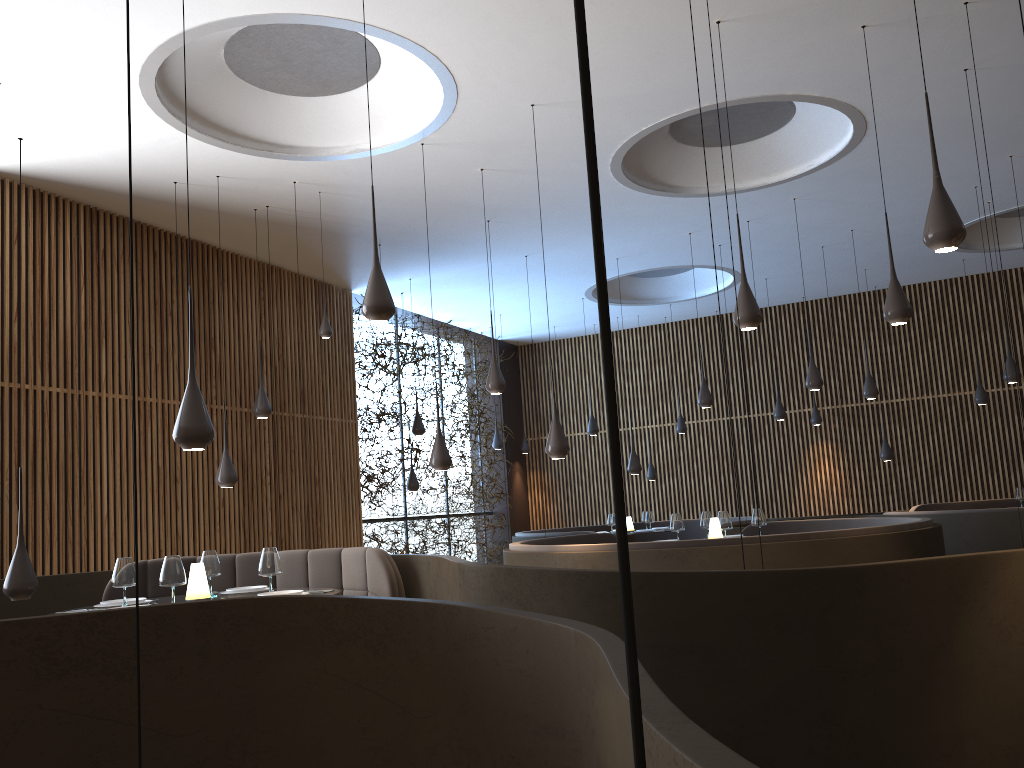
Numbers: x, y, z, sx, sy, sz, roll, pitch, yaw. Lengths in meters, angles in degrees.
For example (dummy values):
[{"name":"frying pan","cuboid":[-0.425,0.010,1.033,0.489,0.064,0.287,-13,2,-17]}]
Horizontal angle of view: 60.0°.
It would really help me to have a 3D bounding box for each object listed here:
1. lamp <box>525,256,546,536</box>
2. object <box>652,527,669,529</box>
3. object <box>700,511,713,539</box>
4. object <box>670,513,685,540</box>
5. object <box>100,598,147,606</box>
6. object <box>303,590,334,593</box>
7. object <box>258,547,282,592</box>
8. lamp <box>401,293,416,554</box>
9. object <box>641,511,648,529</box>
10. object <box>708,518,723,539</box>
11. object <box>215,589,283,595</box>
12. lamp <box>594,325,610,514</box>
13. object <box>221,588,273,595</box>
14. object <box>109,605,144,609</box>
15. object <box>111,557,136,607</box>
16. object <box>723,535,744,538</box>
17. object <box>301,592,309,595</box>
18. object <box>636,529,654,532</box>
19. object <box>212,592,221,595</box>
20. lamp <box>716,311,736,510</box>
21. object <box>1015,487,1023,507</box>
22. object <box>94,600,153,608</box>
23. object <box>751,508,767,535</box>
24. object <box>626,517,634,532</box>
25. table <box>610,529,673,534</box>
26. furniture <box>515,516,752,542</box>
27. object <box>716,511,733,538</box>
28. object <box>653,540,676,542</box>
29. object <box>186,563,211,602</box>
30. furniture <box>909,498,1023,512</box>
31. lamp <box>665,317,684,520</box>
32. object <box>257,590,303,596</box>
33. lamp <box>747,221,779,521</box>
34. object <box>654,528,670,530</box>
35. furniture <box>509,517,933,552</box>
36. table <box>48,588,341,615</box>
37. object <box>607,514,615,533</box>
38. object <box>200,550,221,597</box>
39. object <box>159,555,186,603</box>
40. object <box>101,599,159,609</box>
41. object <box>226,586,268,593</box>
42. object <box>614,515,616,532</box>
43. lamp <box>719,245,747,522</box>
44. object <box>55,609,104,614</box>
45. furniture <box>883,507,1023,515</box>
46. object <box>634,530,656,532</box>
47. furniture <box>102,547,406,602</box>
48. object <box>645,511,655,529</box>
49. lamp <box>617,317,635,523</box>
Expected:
[{"name":"lamp","cuboid":[0.395,1.405,11.386,0.196,6.257,0.196,-1,-7,-19]},{"name":"object","cuboid":[2.297,2.236,13.726,0.263,0.029,0.264,-6,-9,14]},{"name":"object","cuboid":[1.964,1.427,8.907,0.142,0.294,0.142,3,-10,-43]},{"name":"object","cuboid":[1.603,1.406,8.600,0.142,0.294,0.142,-3,-7,-8]},{"name":"object","cuboid":[-2.376,1.338,5.423,0.263,0.029,0.264,-3,-8,-7]},{"name":"object","cuboid":[-1.243,1.287,5.477,0.262,0.017,0.127,-7,-9,18]},{"name":"object","cuboid":[-1.478,1.148,5.417,0.142,0.294,0.142,-8,-8,28]},{"name":"lamp","cuboid":[-1.440,1.745,12.877,0.196,6.257,0.196,2,-9,-39]},{"name":"object","cuboid":[2.096,2.142,13.869,0.142,0.294,0.142,-1,-8,-21]},{"name":"object","cuboid":[1.946,1.399,8.497,0.142,0.231,0.144,-10,-10,41]},{"name":"object","cuboid":[-1.737,1.365,5.827,0.411,0.012,0.205,-6,-8,12]},{"name":"lamp","cuboid":[1.739,1.999,16.076,0.196,6.257,0.196,-5,-7,10]},{"name":"object","cuboid":[-1.742,1.364,5.827,0.332,0.014,0.332,-6,-9,17]},{"name":"object","cuboid":[-2.081,1.229,4.813,0.263,0.029,0.263,-8,-9,28]},{"name":"object","cuboid":[-2.285,1.175,5.229,0.142,0.294,0.142,-4,-7,-2]},{"name":"object","cuboid":[2.201,1.544,8.937,0.263,0.029,0.264,-7,-9,20]},{"name":"object","cuboid":[-1.356,1.246,5.199,0.332,0.014,0.333,-3,-8,-4]},{"name":"object","cuboid":[1.962,2.161,13.056,0.263,0.029,0.263,-9,-10,30]},{"name":"object","cuboid":[-2.024,1.405,5.930,0.126,0.017,0.262,-6,-9,16]},{"name":"lamp","cuboid":[3.896,1.786,15.607,0.196,6.257,0.196,2,-9,-39]},{"name":"object","cuboid":[6.768,1.526,11.790,0.142,0.294,0.142,1,-8,-33]},{"name":"object","cuboid":[-2.375,1.347,5.421,0.332,0.014,0.332,-11,-11,41]},{"name":"object","cuboid":[2.359,1.336,8.465,0.142,0.294,0.142,-3,-7,-4]},{"name":"object","cuboid":[1.797,2.151,13.587,0.142,0.231,0.145,-5,-7,5]},{"name":"table","cuboid":[1.839,2.772,13.513,1.672,1.021,1.678,-2,-8,-14]},{"name":"furniture","cuboid":[2.017,2.644,13.347,3.883,1.044,3.804,-4,-8,2]},{"name":"object","cuboid":[1.938,1.309,8.084,0.142,0.294,0.142,-2,-7,-13]},{"name":"object","cuboid":[1.532,1.569,8.801,0.263,0.029,0.264,-3,-8,-8]},{"name":"object","cuboid":[-1.883,1.191,5.311,0.142,0.231,0.145,3,-10,-43]},{"name":"furniture","cuboid":[7.648,2.018,11.837,1.981,1.044,3.947,1,-10,-32]},{"name":"lamp","cuboid":[3.013,1.879,15.835,0.196,6.257,0.196,-10,-9,40]},{"name":"object","cuboid":[-1.357,1.237,5.200,0.263,0.029,0.264,-4,-8,2]},{"name":"lamp","cuboid":[3.112,1.099,10.534,0.196,6.257,0.196,0,-8,-29]},{"name":"object","cuboid":[2.298,2.245,13.725,0.332,0.014,0.333,-5,-8,10]},{"name":"furniture","cuboid":[1.942,1.950,8.390,3.880,1.115,3.803,-4,-8,1]},{"name":"table","cuboid":[-1.841,1.811,5.237,1.673,1.021,1.676,-6,-8,17]},{"name":"object","cuboid":[1.497,2.098,13.295,0.142,0.294,0.142,-6,-8,20]},{"name":"object","cuboid":[-1.952,1.225,5.725,0.142,0.294,0.142,-3,-7,-7]},{"name":"object","cuboid":[-1.898,1.110,4.961,0.142,0.294,0.142,-7,-8,22]},{"name":"object","cuboid":[-2.374,1.349,5.426,0.204,0.012,0.412,-6,-9,17]},{"name":"object","cuboid":[-1.743,1.354,5.829,0.263,0.029,0.264,-3,-8,-9]},{"name":"object","cuboid":[1.624,2.178,13.899,0.142,0.294,0.142,-7,-8,25]},{"name":"lamp","cuboid":[2.987,1.246,11.481,0.196,6.257,0.196,0,-8,-29]},{"name":"object","cuboid":[-2.506,1.324,5.149,0.262,0.017,0.127,-7,-9,22]},{"name":"furniture","cuboid":[5.475,2.043,10.749,0.900,1.044,2.540,-1,-9,-23]},{"name":"object","cuboid":[1.962,2.170,13.055,0.332,0.014,0.333,-6,-8,11]},{"name":"furniture","cuboid":[-1.836,1.705,6.081,2.534,1.057,0.933,-7,-8,21]},{"name":"object","cuboid":[2.064,2.057,13.275,0.142,0.294,0.142,-6,-7,18]},{"name":"lamp","cuboid":[2.108,1.903,15.588,0.196,6.257,0.196,-10,-9,40]}]
